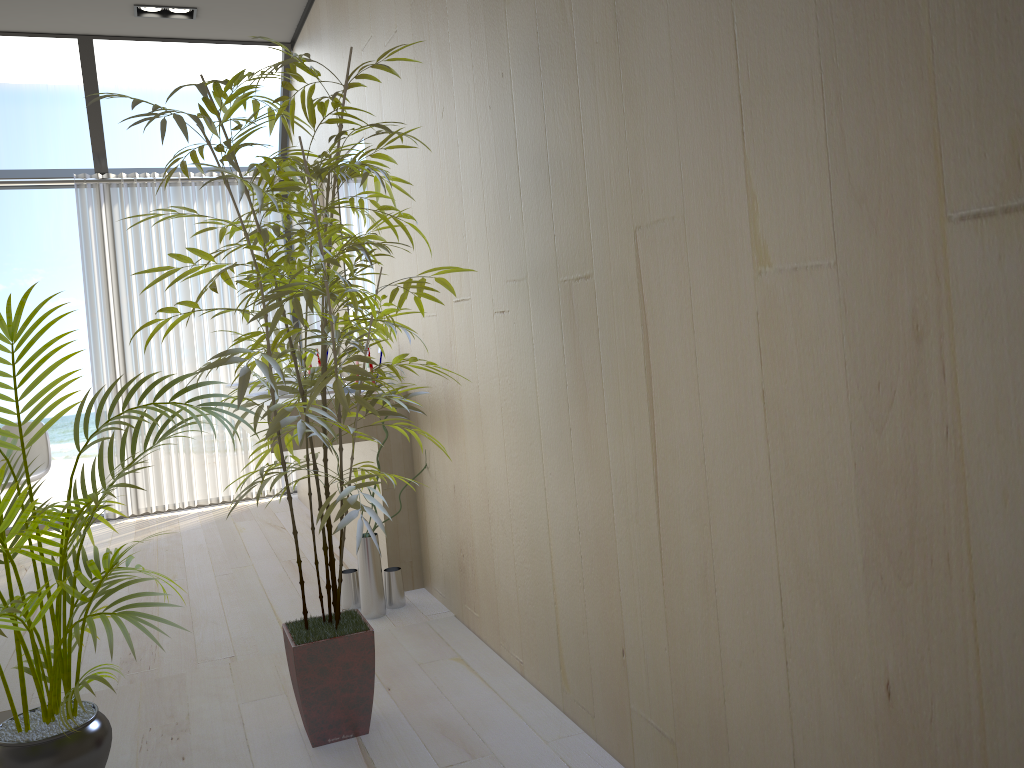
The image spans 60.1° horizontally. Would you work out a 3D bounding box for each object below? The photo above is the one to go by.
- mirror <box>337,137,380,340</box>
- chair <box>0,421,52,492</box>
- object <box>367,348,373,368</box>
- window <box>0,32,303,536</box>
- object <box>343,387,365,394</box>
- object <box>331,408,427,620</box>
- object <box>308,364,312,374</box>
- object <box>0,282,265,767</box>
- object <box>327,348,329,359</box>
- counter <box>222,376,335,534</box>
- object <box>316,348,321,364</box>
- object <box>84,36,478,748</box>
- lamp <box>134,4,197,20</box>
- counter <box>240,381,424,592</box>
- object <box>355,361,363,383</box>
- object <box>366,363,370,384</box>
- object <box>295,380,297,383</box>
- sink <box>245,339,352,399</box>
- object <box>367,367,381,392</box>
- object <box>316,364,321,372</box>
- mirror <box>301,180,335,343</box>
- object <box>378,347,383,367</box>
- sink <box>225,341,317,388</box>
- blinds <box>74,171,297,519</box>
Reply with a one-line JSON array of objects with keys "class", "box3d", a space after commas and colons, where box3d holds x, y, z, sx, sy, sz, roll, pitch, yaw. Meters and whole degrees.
[{"class": "mirror", "box3d": [-0.703, -0.637, 4.084, 0.023, 0.868, 0.653, -5, 2, -22]}, {"class": "chair", "box3d": [-2.760, 0.402, 4.806, 0.369, 0.347, 0.455, -5, 3, 7]}, {"class": "object", "box3d": [-0.560, -0.057, 3.510, 0.012, 0.178, 0.050, -5, 1, 18]}, {"class": "window", "box3d": [-3.433, -0.448, 4.726, 4.569, 2.811, 0.744, -6, 1, -22]}, {"class": "object", "box3d": [-0.638, 0.023, 3.525, 0.104, 0.029, 0.033, -4, 3, 18]}, {"class": "object", "box3d": [-0.454, 0.454, 3.272, 0.408, 0.748, 0.273, -6, 1, -34]}, {"class": "object", "box3d": [-1.075, -0.074, 4.723, 0.039, 0.135, 0.039, -4, 1, 27]}, {"class": "object", "box3d": [-1.114, 0.379, 1.959, 0.915, 1.156, 0.752, -4, 2, 12]}, {"class": "object", "box3d": [-0.984, -0.101, 4.657, 0.054, 0.175, 0.012, -5, 1, 3]}, {"class": "counter", "box3d": [-1.285, 0.384, 5.032, 0.551, 0.790, 1.205, -5, 3, -22]}, {"class": "object", "box3d": [-1.009, -0.098, 4.630, 0.012, 0.178, 0.050, -5, 1, 18]}, {"class": "object", "box3d": [-0.461, 0.014, 2.273, 0.786, 1.755, 0.937, -5, 1, 3]}, {"class": "lamp", "box3d": [-1.796, -1.974, 4.578, 0.301, 0.112, 0.164, -6, 3, -22]}, {"class": "counter", "box3d": [-0.836, 0.424, 3.913, 0.551, 0.790, 1.205, -5, 3, -22]}, {"class": "object", "box3d": [-0.626, -0.033, 3.604, 0.039, 0.135, 0.039, -5, 1, 20]}, {"class": "object", "box3d": [-0.599, -0.043, 3.715, 0.039, 0.135, 0.039, -5, 1, 20]}, {"class": "object", "box3d": [-1.087, -0.018, 4.645, 0.104, 0.029, 0.033, -4, 3, 18]}, {"class": "sink", "box3d": [-0.902, 0.017, 3.860, 0.505, 0.419, 0.574, -6, 3, -18]}, {"class": "object", "box3d": [-0.548, -0.018, 3.539, 0.058, 0.100, 0.058, -5, 1, -11]}, {"class": "object", "box3d": [-0.997, -0.058, 4.658, 0.058, 0.100, 0.058, -5, 1, -15]}, {"class": "mirror", "box3d": [-1.114, -0.669, 5.035, 0.023, 0.868, 0.653, -5, 2, -22]}, {"class": "object", "box3d": [-0.536, -0.060, 3.537, 0.054, 0.175, 0.012, -5, 1, 3]}, {"class": "sink", "box3d": [-1.351, -0.023, 4.979, 0.505, 0.419, 0.574, -6, 3, -18]}, {"class": "blinds", "box3d": [-1.980, -0.282, 5.512, 1.185, 2.069, 0.084, -5, 1, -22]}]
